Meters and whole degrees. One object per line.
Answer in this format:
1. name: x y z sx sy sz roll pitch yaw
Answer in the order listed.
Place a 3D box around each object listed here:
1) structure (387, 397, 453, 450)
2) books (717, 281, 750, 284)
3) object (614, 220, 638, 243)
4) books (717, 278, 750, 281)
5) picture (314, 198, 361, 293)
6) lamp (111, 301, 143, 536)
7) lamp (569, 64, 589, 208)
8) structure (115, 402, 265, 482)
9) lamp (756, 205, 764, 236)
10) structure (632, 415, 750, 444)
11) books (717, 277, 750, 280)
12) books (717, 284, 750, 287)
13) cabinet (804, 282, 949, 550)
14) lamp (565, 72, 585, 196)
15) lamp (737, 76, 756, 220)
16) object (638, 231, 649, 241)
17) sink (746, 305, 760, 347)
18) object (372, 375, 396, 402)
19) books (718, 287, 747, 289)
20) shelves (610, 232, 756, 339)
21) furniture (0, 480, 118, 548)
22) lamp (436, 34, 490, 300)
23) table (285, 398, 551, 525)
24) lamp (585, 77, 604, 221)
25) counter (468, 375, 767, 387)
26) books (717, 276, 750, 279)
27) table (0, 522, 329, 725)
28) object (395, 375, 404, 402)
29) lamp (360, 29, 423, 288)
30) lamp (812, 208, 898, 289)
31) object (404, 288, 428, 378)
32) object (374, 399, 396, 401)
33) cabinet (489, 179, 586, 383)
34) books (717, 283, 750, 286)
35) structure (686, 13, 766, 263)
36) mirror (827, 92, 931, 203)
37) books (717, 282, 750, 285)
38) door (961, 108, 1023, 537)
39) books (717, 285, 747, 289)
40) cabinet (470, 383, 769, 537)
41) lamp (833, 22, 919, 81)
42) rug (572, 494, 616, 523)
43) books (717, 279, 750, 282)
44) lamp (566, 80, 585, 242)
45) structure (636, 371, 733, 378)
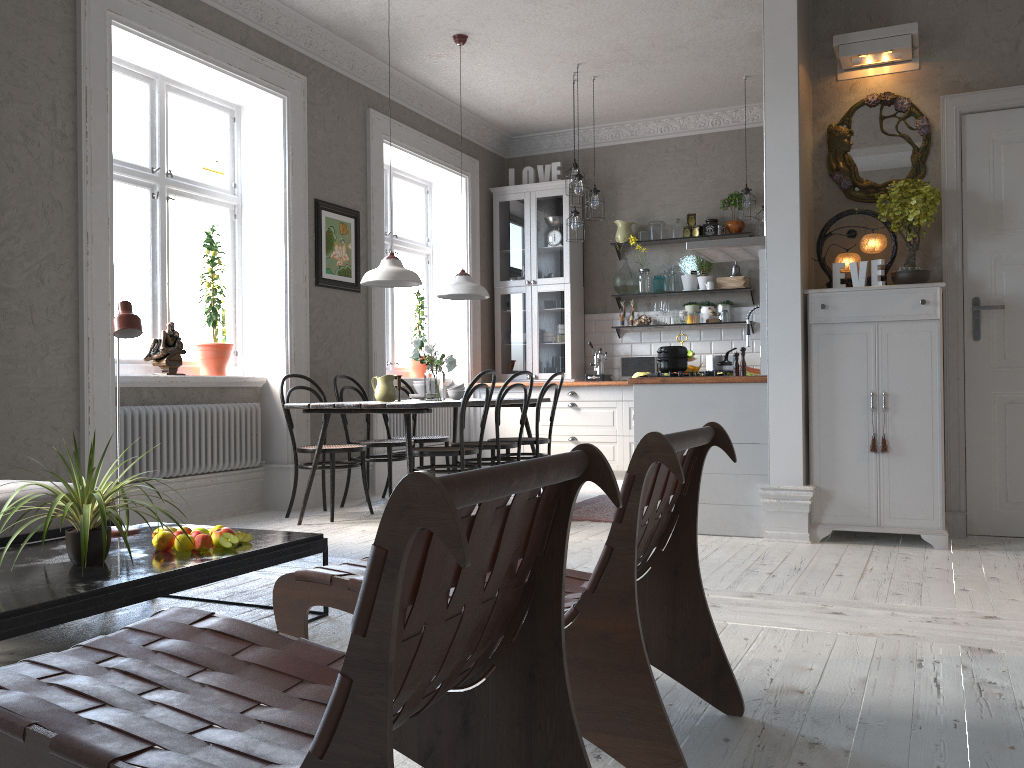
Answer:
1. structure: -0.843 0.336 7.705 0.146 0.428 1.242 -1 0 24
2. books: 1.997 -0.912 7.995 0.256 0.011 0.160 -1 0 27
3. object: 1.067 -1.430 8.343 0.187 0.216 0.177 -1 0 39
4. books: 1.997 -0.933 7.995 0.255 0.016 0.161 -1 0 37
5. picture: -1.267 -0.997 6.473 0.019 0.619 0.529 -1 0 26
6. lamp: -1.404 0.125 3.172 0.140 0.839 0.247 -1 0 -29
7. lamp: 0.509 -2.241 6.847 0.148 1.735 0.145 -1 0 -18
8. structure: -1.960 0.337 5.383 0.146 0.428 1.242 -1 0 24
9. lamp: 2.062 -2.081 7.228 0.147 1.735 0.146 -1 0 -3
10. structure: 1.081 0.310 5.173 0.608 0.623 0.632 -1 0 25
11. books: 1.997 -0.944 7.995 0.256 0.016 0.161 -1 0 34
12. books: 1.998 -0.879 7.994 0.255 0.016 0.161 -1 0 37
13. cabinet: 1.877 0.160 4.564 0.655 1.297 0.390 -1 0 24
14. lamp: 0.491 -2.371 7.031 0.145 1.735 0.148 -1 0 12
15. lamp: 1.886 -2.202 7.158 0.149 1.735 0.144 0 0 -33
16. object: 1.237 -1.378 8.331 0.101 0.111 0.105 -1 0 25
17. sink: 1.467 -0.148 5.724 0.520 0.720 0.494 -1 0 25
18. object: -0.801 0.027 5.559 0.151 0.170 0.134 -1 0 -14
19. books: 1.998 -0.857 7.994 0.256 0.011 0.160 -1 0 27
20. shelves: 1.572 -0.873 8.178 1.295 0.923 0.232 -1 0 24
21. furniture: -1.964 0.601 3.160 0.574 0.476 0.841 -1 0 25
22. lamp: -0.358 -1.539 6.286 0.372 1.858 0.387 -1 0 32
23. table: -0.528 0.477 5.973 0.890 0.735 1.951 -1 0 25
24. lamp: 0.658 -2.191 7.129 0.145 1.735 0.148 -1 0 12
25. counter: 0.667 -0.008 6.806 3.111 0.039 3.445 -1 0 25
26. books: 1.997 -0.954 7.995 0.256 0.011 0.160 -1 0 30
27. table: -1.326 0.690 2.735 0.836 0.303 1.331 -1 0 25
28. object: -0.715 0.028 5.613 0.058 0.167 0.060 -1 0 38
29. lamp: -0.752 -1.539 5.467 0.386 1.858 0.372 -1 0 -28
30. lamp: 1.824 -0.649 4.694 0.441 0.558 0.175 -1 0 32
31. object: -0.842 -0.459 7.979 0.265 0.813 0.254 0 0 -38
32. object: -0.859 0.059 6.064 0.139 0.112 0.140 -1 0 7
33. cabinet: 0.263 -0.947 8.609 0.865 1.921 0.394 -1 0 24
34. books: 1.998 -0.890 7.995 0.256 0.016 0.161 -1 0 34
35. structure: 1.631 -1.696 6.094 0.701 1.595 0.723 -1 0 25
36. mirror: 1.970 -1.279 4.772 0.524 0.593 0.072 -1 0 24
37. books: 1.998 -0.900 7.995 0.256 0.011 0.160 -1 0 30
38. door: 2.689 -0.314 4.456 0.739 2.183 0.081 -1 0 24
39. books: 1.998 -0.868 7.994 0.256 0.011 0.160 -1 0 30
40. cabinet: 1.143 0.396 6.758 2.014 0.854 4.139 -1 0 -18
41. lamp: 1.932 -1.759 4.699 0.409 0.171 0.223 -1 0 24
42. rug: 0.714 0.819 5.883 0.724 0.014 1.310 -1 0 25
43. books: 1.997 -0.922 7.995 0.256 0.011 0.160 -1 0 30
44. lamp: 0.505 -2.030 7.202 0.148 1.735 0.146 -1 0 -8
45. structure: 1.055 -0.054 5.189 0.488 0.031 0.615 -1 0 25
